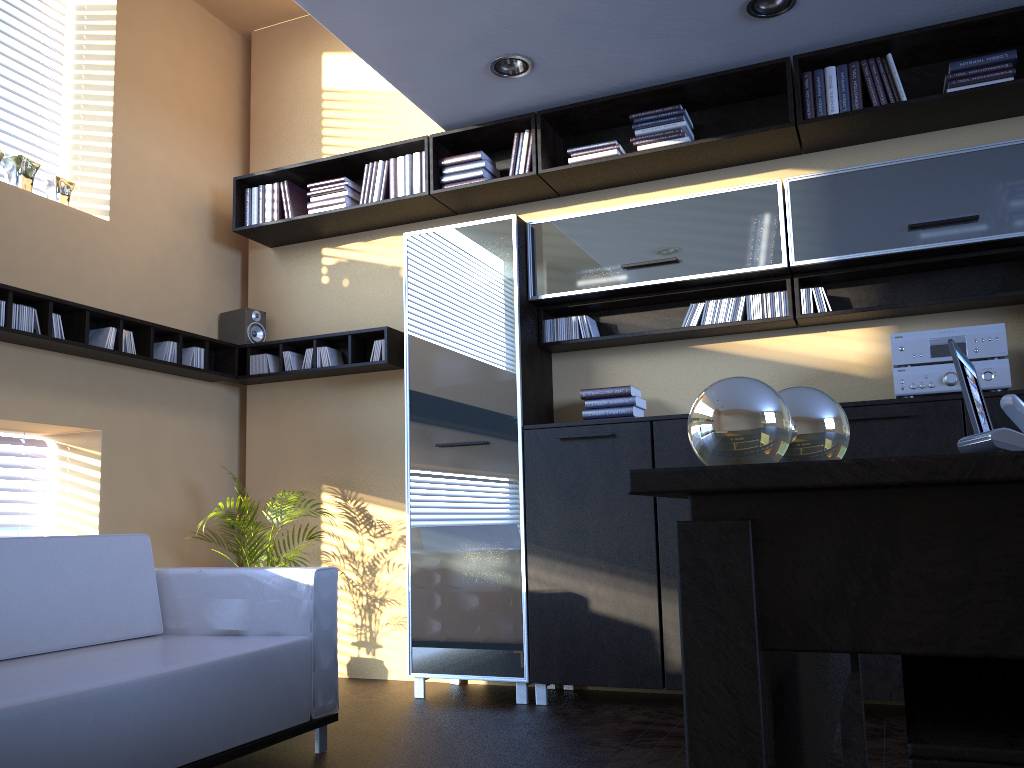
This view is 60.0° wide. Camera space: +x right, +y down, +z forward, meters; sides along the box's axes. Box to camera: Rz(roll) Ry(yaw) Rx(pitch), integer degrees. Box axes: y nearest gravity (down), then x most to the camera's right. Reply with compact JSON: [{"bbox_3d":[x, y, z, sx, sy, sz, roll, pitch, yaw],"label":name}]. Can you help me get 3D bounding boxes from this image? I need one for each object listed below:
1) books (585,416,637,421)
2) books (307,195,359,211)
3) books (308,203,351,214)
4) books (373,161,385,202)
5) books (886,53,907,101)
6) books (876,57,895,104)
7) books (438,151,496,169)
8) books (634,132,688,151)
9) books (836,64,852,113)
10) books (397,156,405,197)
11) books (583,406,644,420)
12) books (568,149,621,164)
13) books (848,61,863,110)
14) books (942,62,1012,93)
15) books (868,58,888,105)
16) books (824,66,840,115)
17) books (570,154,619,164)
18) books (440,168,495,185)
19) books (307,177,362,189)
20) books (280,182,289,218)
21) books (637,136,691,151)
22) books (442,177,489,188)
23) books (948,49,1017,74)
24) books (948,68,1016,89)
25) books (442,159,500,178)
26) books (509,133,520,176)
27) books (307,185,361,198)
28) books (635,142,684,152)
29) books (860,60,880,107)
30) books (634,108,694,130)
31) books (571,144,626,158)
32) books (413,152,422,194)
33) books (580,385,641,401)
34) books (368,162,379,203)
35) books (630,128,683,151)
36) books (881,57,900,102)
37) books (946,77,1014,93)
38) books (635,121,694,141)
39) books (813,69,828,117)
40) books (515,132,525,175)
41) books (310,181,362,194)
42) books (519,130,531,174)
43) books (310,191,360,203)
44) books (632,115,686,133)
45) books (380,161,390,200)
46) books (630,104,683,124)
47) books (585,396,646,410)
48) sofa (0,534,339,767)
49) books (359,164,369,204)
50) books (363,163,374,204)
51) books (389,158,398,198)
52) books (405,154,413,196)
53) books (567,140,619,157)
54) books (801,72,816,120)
[{"bbox_3d":[0.519,0.203,4.427,0.258,0.050,0.208,-5,-10,23],"label":"books"},{"bbox_3d":[-1.042,-1.042,5.246,0.258,0.050,0.208,-5,-10,22],"label":"books"},{"bbox_3d":[-1.033,-0.992,5.231,0.258,0.050,0.208,-5,-10,23],"label":"books"},{"bbox_3d":[-0.723,-1.125,5.112,0.075,0.259,0.208,-5,-9,22],"label":"books"},{"bbox_3d":[1.767,-1.355,4.069,0.072,0.257,0.208,-5,-9,22],"label":"books"},{"bbox_3d":[1.730,-1.348,4.095,0.072,0.257,0.208,-5,-9,23],"label":"books"},{"bbox_3d":[-0.246,-1.216,4.925,0.258,0.050,0.208,-5,-10,22],"label":"books"},{"bbox_3d":[0.769,-1.205,4.495,0.258,0.028,0.208,-5,-10,22],"label":"books"},{"bbox_3d":[1.567,-1.334,4.173,0.050,0.257,0.208,-5,-9,22],"label":"books"},{"bbox_3d":[-0.584,-1.137,5.060,0.050,0.257,0.208,-5,-9,22],"label":"books"},{"bbox_3d":[0.509,0.154,4.442,0.258,0.050,0.208,-5,-10,23],"label":"books"},{"bbox_3d":[0.449,-1.149,4.611,0.258,0.028,0.208,-5,-10,23],"label":"books"},{"bbox_3d":[1.614,-1.338,4.151,0.050,0.257,0.208,-5,-9,23],"label":"books"},{"bbox_3d":[2.070,-1.350,3.954,0.258,0.031,0.208,-5,-10,22],"label":"books"},{"bbox_3d":[1.702,-1.347,4.111,0.075,0.259,0.208,-5,-9,23],"label":"books"},{"bbox_3d":[1.516,-1.330,4.187,0.050,0.257,0.208,-5,-9,23],"label":"books"},{"bbox_3d":[0.459,-1.122,4.600,0.258,0.028,0.208,-5,-10,23],"label":"books"},{"bbox_3d":[-0.238,-1.117,4.903,0.258,0.050,0.208,-5,-10,22],"label":"books"},{"bbox_3d":[-1.049,-1.165,5.269,0.258,0.028,0.208,-5,-10,22],"label":"books"},{"bbox_3d":[-1.316,-1.069,5.368,0.075,0.259,0.208,-5,-9,22],"label":"books"},{"bbox_3d":[0.788,-1.178,4.485,0.258,0.028,0.208,-5,-10,23],"label":"books"},{"bbox_3d":[-0.225,-1.066,4.897,0.258,0.050,0.208,-5,-10,22],"label":"books"},{"bbox_3d":[2.085,-1.393,3.944,0.258,0.050,0.208,-5,-10,22],"label":"books"},{"bbox_3d":[2.082,-1.320,3.945,0.258,0.031,0.208,-5,-10,23],"label":"books"},{"bbox_3d":[-0.224,-1.167,4.914,0.258,0.050,0.208,-5,-10,22],"label":"books"},{"bbox_3d":[0.047,-1.195,4.801,0.075,0.259,0.208,-5,-9,22],"label":"books"},{"bbox_3d":[-1.044,-1.111,5.245,0.258,0.028,0.208,-5,-10,23],"label":"books"},{"bbox_3d":[0.766,-1.149,4.481,0.258,0.028,0.208,-5,-10,22],"label":"books"},{"bbox_3d":[1.673,-1.344,4.124,0.075,0.259,0.208,-5,-9,23],"label":"books"},{"bbox_3d":[0.772,-1.320,4.498,0.258,0.028,0.208,-5,-10,22],"label":"books"},{"bbox_3d":[0.462,-1.177,4.615,0.258,0.028,0.208,-5,-10,22],"label":"books"},{"bbox_3d":[-0.491,-1.147,5.014,0.050,0.257,0.208,-5,-9,22],"label":"books"},{"bbox_3d":[0.498,0.054,4.458,0.258,0.050,0.208,-5,-10,22],"label":"books"},{"bbox_3d":[-0.753,-1.123,5.123,0.075,0.259,0.208,-5,-9,23],"label":"books"},{"bbox_3d":[0.753,-1.229,4.519,0.258,0.028,0.208,-5,-10,22],"label":"books"},{"bbox_3d":[1.756,-1.350,4.102,0.072,0.257,0.208,-5,-9,23],"label":"books"},{"bbox_3d":[2.076,-1.276,3.951,0.258,0.050,0.208,-5,-10,22],"label":"books"},{"bbox_3d":[0.777,-1.262,4.504,0.258,0.028,0.208,-5,-10,22],"label":"books"},{"bbox_3d":[1.471,-1.325,4.211,0.050,0.257,0.208,-5,-9,23],"label":"books"},{"bbox_3d":[0.078,-1.197,4.792,0.075,0.259,0.208,-5,-9,22],"label":"books"},{"bbox_3d":[-1.028,-1.138,5.259,0.258,0.028,0.208,-5,-10,22],"label":"books"},{"bbox_3d":[0.102,-1.201,4.768,0.075,0.259,0.208,-5,-9,22],"label":"books"},{"bbox_3d":[-1.026,-1.081,5.256,0.258,0.028,0.208,-5,-10,22],"label":"books"},{"bbox_3d":[0.762,-1.291,4.502,0.258,0.028,0.208,-5,-10,22],"label":"books"},{"bbox_3d":[-0.688,-1.126,5.114,0.075,0.259,0.208,-5,-9,22],"label":"books"},{"bbox_3d":[0.752,-1.346,4.513,0.258,0.028,0.208,-5,-10,23],"label":"books"},{"bbox_3d":[0.523,0.104,4.453,0.258,0.050,0.208,-5,-10,23],"label":"books"},{"bbox_3d":[-1.548,0.903,2.757,1.015,0.845,2.062,-5,-9,22],"label":"sofa"},{"bbox_3d":[-0.808,-1.116,5.154,0.075,0.259,0.208,-5,-9,22],"label":"books"},{"bbox_3d":[-0.781,-1.120,5.136,0.075,0.259,0.208,-5,-9,22],"label":"books"},{"bbox_3d":[-0.632,-1.132,5.080,0.050,0.257,0.208,-5,-9,23],"label":"books"},{"bbox_3d":[-0.539,-1.142,5.033,0.050,0.257,0.208,-5,-9,23],"label":"books"},{"bbox_3d":[0.444,-1.203,4.633,0.258,0.028,0.208,-5,-10,22],"label":"books"},{"bbox_3d":[1.423,-1.321,4.231,0.050,0.257,0.208,-5,-9,23],"label":"books"}]
